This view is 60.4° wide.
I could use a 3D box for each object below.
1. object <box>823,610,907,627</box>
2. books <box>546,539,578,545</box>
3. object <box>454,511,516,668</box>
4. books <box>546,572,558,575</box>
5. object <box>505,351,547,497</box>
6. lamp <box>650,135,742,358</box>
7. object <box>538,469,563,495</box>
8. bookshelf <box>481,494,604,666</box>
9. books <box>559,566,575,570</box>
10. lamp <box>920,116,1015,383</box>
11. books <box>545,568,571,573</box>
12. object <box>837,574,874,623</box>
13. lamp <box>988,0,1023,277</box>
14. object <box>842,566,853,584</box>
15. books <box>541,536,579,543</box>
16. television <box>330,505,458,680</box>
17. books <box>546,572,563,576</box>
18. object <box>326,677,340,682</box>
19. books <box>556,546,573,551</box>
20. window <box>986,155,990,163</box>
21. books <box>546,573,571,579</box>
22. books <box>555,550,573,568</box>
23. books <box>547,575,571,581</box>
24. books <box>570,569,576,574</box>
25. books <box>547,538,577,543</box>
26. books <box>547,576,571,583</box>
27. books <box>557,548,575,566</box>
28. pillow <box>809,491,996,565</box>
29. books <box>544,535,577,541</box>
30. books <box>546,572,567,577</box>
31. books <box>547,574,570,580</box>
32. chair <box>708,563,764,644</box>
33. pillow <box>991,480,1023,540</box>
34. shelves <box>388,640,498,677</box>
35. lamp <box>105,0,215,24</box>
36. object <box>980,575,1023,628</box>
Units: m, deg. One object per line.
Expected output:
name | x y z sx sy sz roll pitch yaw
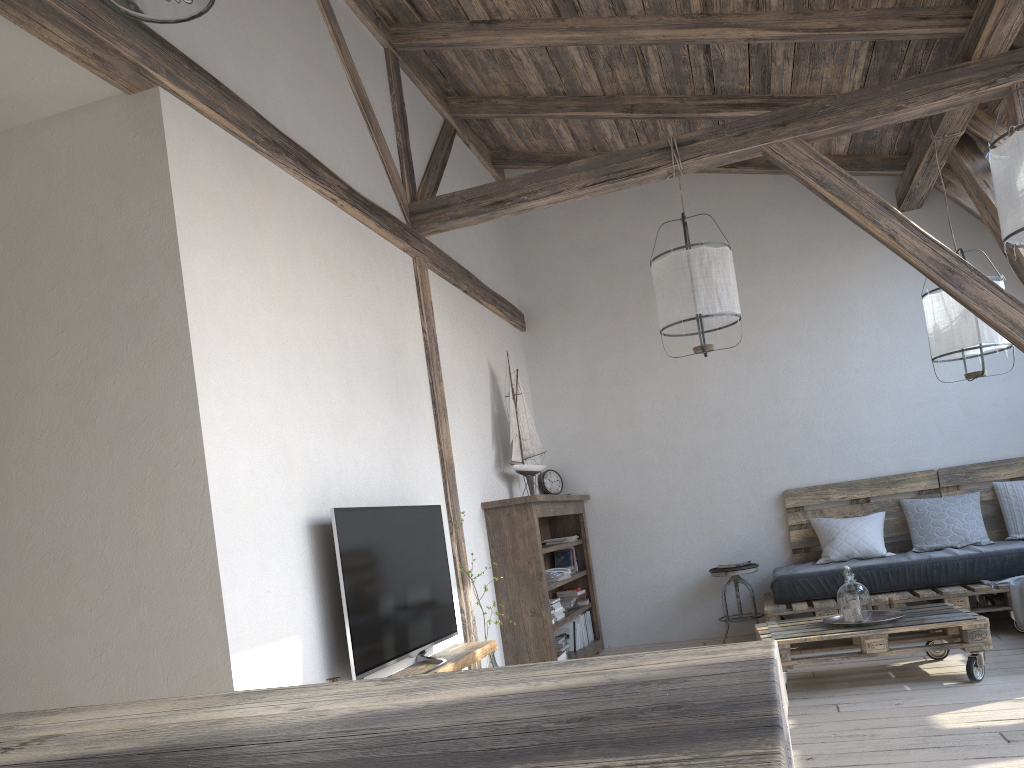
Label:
object | 1.764 1.174 4.402 0.399 0.021 0.395 -14 -11 34
books | 0.368 1.157 6.461 0.205 0.009 0.260 -9 -9 10
object | -0.130 1.220 4.641 0.275 1.111 0.519 -8 -4 2
books | 0.223 1.257 5.849 0.206 0.009 0.259 -13 -10 26
object | 0.084 0.281 5.907 0.141 0.983 0.792 -9 -5 20
lamp | 0.895 -0.685 4.465 0.398 1.075 0.413 -6 -4 -34
object | 0.297 0.755 6.697 0.204 0.208 0.083 -3 -5 -38
bookshelf | 0.283 1.352 5.949 0.350 1.162 1.634 -9 -7 15
books | 0.353 1.335 6.335 0.151 0.021 0.206 -11 -10 19
lamp | 2.417 -0.773 4.812 0.405 1.505 0.405 -6 -3 -34
books | 0.267 1.248 5.896 0.221 0.087 0.264 -7 -9 -5
object | 1.687 1.059 4.345 0.155 0.245 0.158 -7 -5 -16
lamp | 1.956 -1.073 3.248 0.406 1.294 0.403 -7 -3 -9
object | 1.731 1.068 4.504 0.071 0.265 0.154 -9 -4 15
books | 0.352 1.139 6.445 0.206 0.009 0.259 -12 -10 21
television | -0.464 0.866 3.712 0.208 0.698 1.110 -9 -7 15
books | 0.230 1.265 5.853 0.206 0.009 0.259 -12 -10 21
object | -0.611 1.075 3.044 0.139 0.111 0.141 -8 -7 -2
books | 0.395 1.309 6.546 0.139 0.189 0.050 -9 -3 15
window | 3.430 -0.901 5.096 1.102 1.266 0.859 -9 -5 15
books | 0.238 1.281 5.847 0.207 0.009 0.258 -14 -11 31
books | 0.381 1.313 6.489 0.132 0.171 0.082 -9 -4 16
books | 0.257 1.298 5.861 0.206 0.009 0.259 -11 -10 19
books | 0.354 1.362 6.342 0.163 0.030 0.220 -11 -10 18
books | 0.370 1.151 6.475 0.205 0.009 0.260 -9 -9 7
books | 0.256 1.305 5.852 0.206 0.009 0.259 -12 -10 23
books | 0.393 1.314 6.520 0.140 0.174 0.059 -9 -3 14
pillow | 2.590 0.959 5.905 1.135 0.352 0.352 -10 -6 16
books | 0.358 1.132 6.456 0.205 0.009 0.260 -10 -10 12
books | 0.246 1.272 5.857 0.206 0.009 0.259 -12 -10 21
books | 0.261 1.291 5.875 0.206 0.009 0.260 -11 -10 17
chair | 1.602 1.542 6.215 0.356 0.516 0.355 -10 -5 19
pillow | 3.644 0.754 5.637 0.978 0.396 0.386 -13 -8 32
shelves | -0.339 1.428 3.687 0.332 0.445 1.614 -9 -9 15
lamp | -0.401 -0.992 0.904 0.109 1.278 0.225 -9 -3 17
object | 3.035 1.202 4.922 0.505 0.274 0.717 -8 -8 -1
